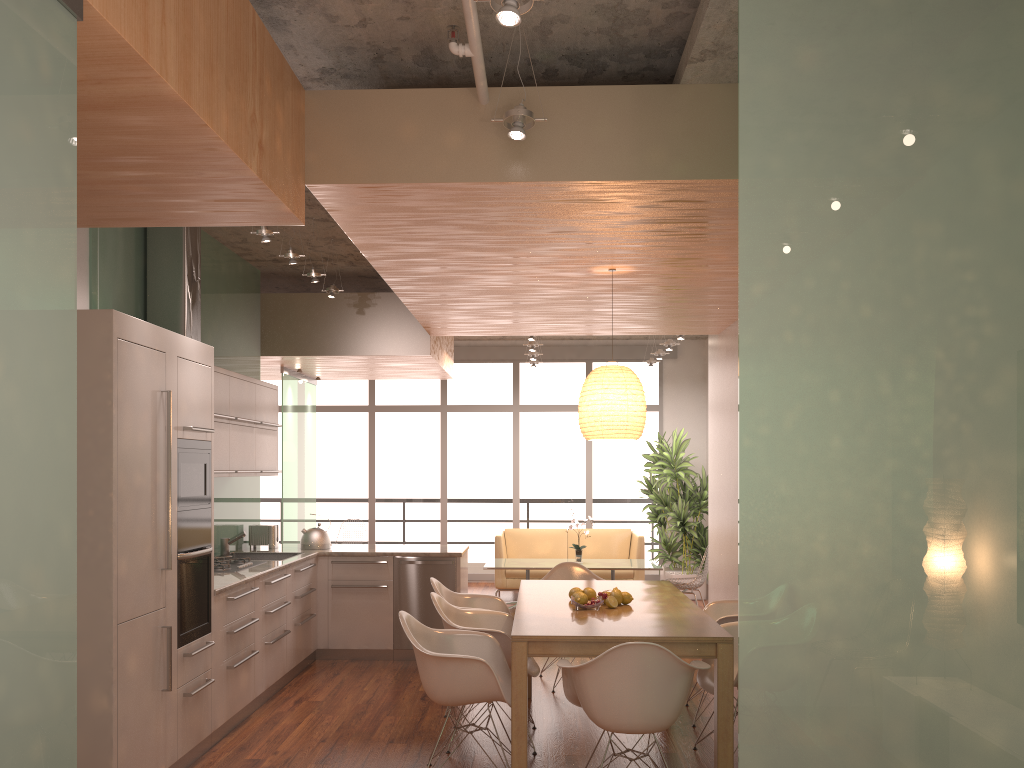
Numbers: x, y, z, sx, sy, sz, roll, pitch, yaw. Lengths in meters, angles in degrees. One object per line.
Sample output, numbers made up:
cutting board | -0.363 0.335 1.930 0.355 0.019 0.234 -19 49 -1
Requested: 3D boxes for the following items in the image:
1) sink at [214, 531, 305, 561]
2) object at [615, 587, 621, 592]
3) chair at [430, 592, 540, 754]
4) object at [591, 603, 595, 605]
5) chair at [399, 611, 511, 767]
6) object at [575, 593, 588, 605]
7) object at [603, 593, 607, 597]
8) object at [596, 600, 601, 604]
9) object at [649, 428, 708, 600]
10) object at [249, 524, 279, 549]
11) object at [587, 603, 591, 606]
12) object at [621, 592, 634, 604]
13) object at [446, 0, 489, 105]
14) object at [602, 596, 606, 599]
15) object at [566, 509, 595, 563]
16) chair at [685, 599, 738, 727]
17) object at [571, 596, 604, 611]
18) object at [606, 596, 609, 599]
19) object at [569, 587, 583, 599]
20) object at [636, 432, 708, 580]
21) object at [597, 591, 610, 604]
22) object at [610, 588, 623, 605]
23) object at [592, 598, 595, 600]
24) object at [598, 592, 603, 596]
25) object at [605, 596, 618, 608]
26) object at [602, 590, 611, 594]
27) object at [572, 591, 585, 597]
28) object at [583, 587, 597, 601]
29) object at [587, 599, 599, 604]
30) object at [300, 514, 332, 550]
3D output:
sink | -2.014 1.347 6.949 0.616 0.382 0.645 0 -4 2
object | 0.604 1.224 5.103 0.072 0.100 0.073 -1 -2 37
chair | -0.156 1.653 5.170 0.642 0.860 0.686 0 -2 -3
object | 0.448 1.223 4.865 0.025 0.026 0.026 -2 -3 31
chair | -0.252 1.580 4.481 0.642 0.847 0.686 0 -2 -3
object | 0.385 1.192 4.886 0.082 0.071 0.080 1 -3 -21
object | 0.527 1.196 5.001 0.024 0.026 0.026 1 -3 -17
object | 0.479 1.210 4.889 0.026 0.026 0.023 -1 -3 15
object | 2.196 1.596 10.930 0.968 2.103 1.080 0 -1 15
object | -2.149 1.326 7.668 0.237 0.202 0.153 0 -2 2
object | 0.430 1.224 4.880 0.026 0.025 0.026 -1 -3 26
object | 0.648 1.226 5.055 0.081 0.072 0.083 1 -3 -9
object | -0.235 -1.449 1.483 0.135 0.111 4.498 0 -6 2
object | 0.524 1.210 5.013 0.024 0.026 0.026 1 -3 -17
object | 0.731 1.659 9.621 0.298 0.589 0.371 0 -2 -4
chair | 1.433 1.700 5.639 0.643 0.860 0.686 0 -2 2
object | 0.416 1.215 4.891 0.174 0.060 0.175 0 -5 2
object | 0.543 1.214 4.995 0.026 0.026 0.024 0 -3 2
object | 0.376 1.241 5.224 0.078 0.077 0.080 1 -3 -12
object | 2.203 1.662 11.606 1.083 2.103 0.965 0 -1 20
object | 0.544 1.228 5.067 0.083 0.074 0.079 2 -4 -34
object | 0.592 1.207 5.012 0.074 0.094 0.075 0 -2 10
object | 0.473 1.256 5.134 0.026 0.026 0.024 0 -3 2
object | 0.506 1.199 5.030 0.026 0.026 0.024 -2 -3 34
object | 0.552 1.213 4.914 0.063 0.068 0.074 -2 -4 40
object | 0.544 1.190 5.048 0.070 0.022 0.065 4 -6 -37
object | 0.387 1.227 5.069 0.081 0.072 0.083 1 -3 -9
object | 0.459 1.239 5.205 0.078 0.077 0.081 1 -3 -23
object | 0.452 1.220 4.920 0.093 0.043 0.076 4 -6 -42
object | -1.701 1.275 7.642 0.263 0.305 0.262 -1 -2 18
